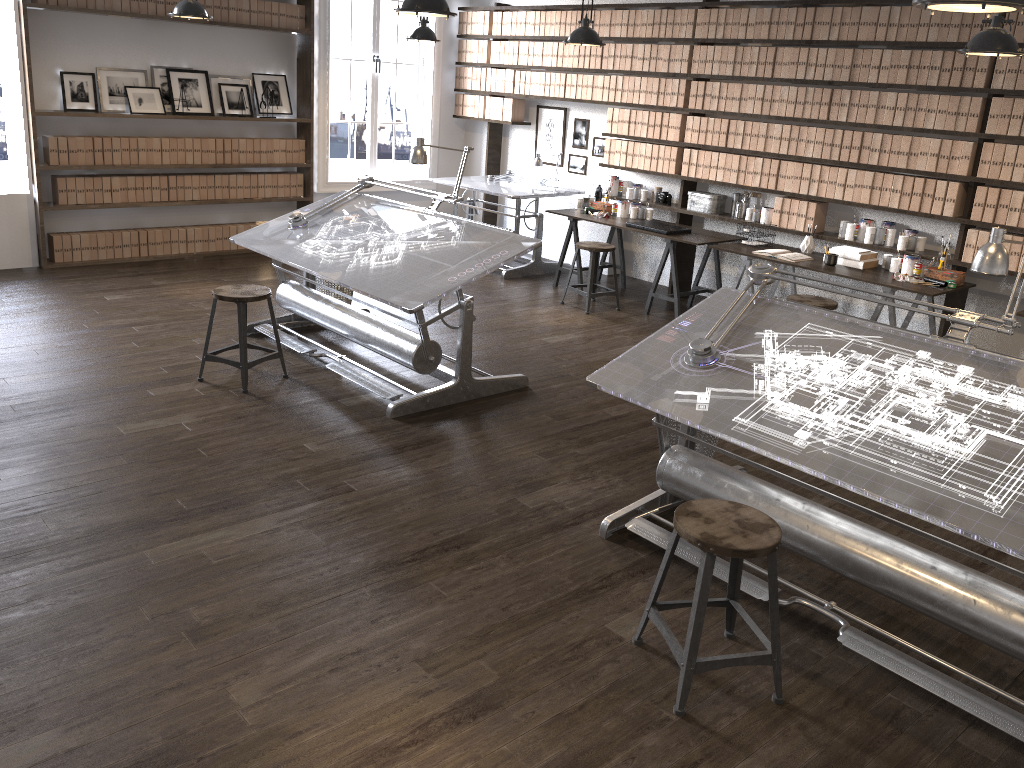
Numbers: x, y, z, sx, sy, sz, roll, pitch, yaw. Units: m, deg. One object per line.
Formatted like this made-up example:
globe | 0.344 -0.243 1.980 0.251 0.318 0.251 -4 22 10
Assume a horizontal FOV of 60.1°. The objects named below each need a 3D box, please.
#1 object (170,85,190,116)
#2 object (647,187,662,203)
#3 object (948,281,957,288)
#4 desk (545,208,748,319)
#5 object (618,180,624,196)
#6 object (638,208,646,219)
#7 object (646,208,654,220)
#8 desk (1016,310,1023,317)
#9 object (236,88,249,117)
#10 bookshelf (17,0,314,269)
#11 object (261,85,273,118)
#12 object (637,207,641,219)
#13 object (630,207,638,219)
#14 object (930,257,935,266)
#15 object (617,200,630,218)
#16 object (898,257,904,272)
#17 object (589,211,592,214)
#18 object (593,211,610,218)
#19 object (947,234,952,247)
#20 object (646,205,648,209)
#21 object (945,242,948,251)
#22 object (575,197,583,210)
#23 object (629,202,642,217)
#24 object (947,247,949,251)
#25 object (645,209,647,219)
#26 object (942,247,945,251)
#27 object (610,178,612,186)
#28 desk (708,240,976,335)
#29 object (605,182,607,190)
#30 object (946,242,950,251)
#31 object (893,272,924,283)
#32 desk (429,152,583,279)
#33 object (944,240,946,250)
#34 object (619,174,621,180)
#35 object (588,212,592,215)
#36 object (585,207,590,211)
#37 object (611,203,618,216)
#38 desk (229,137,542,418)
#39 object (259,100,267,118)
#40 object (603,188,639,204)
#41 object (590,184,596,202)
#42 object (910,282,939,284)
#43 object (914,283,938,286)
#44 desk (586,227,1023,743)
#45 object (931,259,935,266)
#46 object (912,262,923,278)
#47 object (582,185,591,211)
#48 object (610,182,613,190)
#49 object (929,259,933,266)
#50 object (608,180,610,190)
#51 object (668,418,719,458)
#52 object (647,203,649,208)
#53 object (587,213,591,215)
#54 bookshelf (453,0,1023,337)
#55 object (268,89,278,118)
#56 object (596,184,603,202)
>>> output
object | -2.887 -2.464 7.698 0.175 0.256 0.040 -11 22 -41
object | 1.258 -1.648 7.795 0.107 0.159 0.239 8 18 12
object | 2.797 -0.631 5.627 0.049 0.037 0.049 -10 23 -37
desk | 1.066 -1.033 7.532 0.659 0.660 1.685 -11 24 -40
object | 0.992 -1.793 8.097 0.051 0.137 0.051 -12 23 -43
object | 1.122 -1.472 7.654 0.062 0.092 0.064 6 17 6
object | 1.189 -1.467 7.653 0.062 0.093 0.062 6 17 6
desk | 3.643 0.093 4.766 0.659 0.660 1.685 -11 24 -40
object | -2.463 -2.565 8.083 0.124 0.256 0.040 -11 22 -41
bookshelf | -2.977 -2.288 7.899 2.485 3.671 0.416 -11 22 -41
object | -2.279 -2.631 8.247 0.119 0.300 0.040 -11 22 -41
object | 1.100 -1.491 7.705 0.044 0.099 0.045 -11 22 -41
object | 1.053 -1.481 7.665 0.062 0.093 0.063 3 17 -2
object | 2.757 -0.765 5.842 0.005 0.145 0.033 -11 22 -41
object | 0.972 -1.528 7.729 0.106 0.140 0.104 18 22 38
object | 2.646 -0.816 6.046 0.044 0.099 0.045 -11 22 -40
object | 0.692 -1.497 7.753 0.011 0.017 0.174 1 19 -11
object | 0.772 -1.477 7.679 0.132 0.050 0.200 0 19 -13
object | 2.817 -0.857 5.742 0.020 0.225 0.007 1 17 -11
object | 1.163 -1.509 7.708 0.036 0.116 0.005 19 22 40
object | 2.797 -0.831 5.733 0.021 0.177 0.006 -3 18 -23
object | 0.607 -1.628 7.991 0.068 0.103 0.069 -9 21 -36
object | 1.083 -1.526 7.766 0.094 0.126 0.096 -9 22 -37
object | 2.809 -0.816 5.738 0.005 0.145 0.033 4 16 1
object | 1.156 -1.486 7.733 0.054 0.079 0.055 -11 22 -40
object | 2.792 -0.825 5.744 0.038 0.151 0.008 6 16 7
object | 0.863 -1.712 7.841 0.021 0.225 0.007 -6 19 -30
desk | 2.230 -0.524 6.282 0.659 0.660 1.685 -11 24 -40
object | 0.845 -1.694 7.846 0.008 0.184 0.072 -10 22 -39
object | 2.803 -0.836 5.737 0.008 0.183 0.072 4 17 0
object | 2.574 -0.689 5.744 0.197 0.050 0.134 10 19 17
desk | -0.020 -1.706 8.609 1.076 1.082 1.281 -11 23 -40
object | 2.807 -0.842 5.754 0.006 0.179 0.054 4 17 0
object | 0.984 -1.845 8.167 0.005 0.182 0.034 18 21 38
object | 0.687 -1.494 7.767 0.005 0.005 0.160 2 19 -8
object | 0.674 -1.559 7.906 0.049 0.037 0.049 -14 25 -43
object | 0.898 -1.527 7.754 0.049 0.110 0.050 -13 23 -44
desk | -0.841 -0.843 5.474 1.082 1.367 2.302 -11 23 -40
object | -2.305 -2.545 8.201 0.067 0.163 0.040 -11 22 -41
object | 0.978 -1.676 7.893 0.345 0.144 0.078 -3 18 -19
object | 0.721 -1.685 7.978 0.068 0.234 0.069 -12 23 -43
object | 2.639 -0.645 5.664 0.172 0.017 0.011 9 18 15
object | 2.650 -0.636 5.660 0.158 0.005 0.005 8 18 13
desk | 1.371 0.124 3.100 1.082 1.367 2.089 -11 23 -40
object | 2.764 -0.767 5.859 0.005 0.123 0.041 -12 23 -43
object | 2.677 -0.750 5.845 0.049 0.110 0.050 -9 21 -37
object | 0.667 -1.669 7.933 0.068 0.226 0.069 -12 23 -43
object | 0.861 -1.695 7.833 0.006 0.190 0.056 -11 22 -41
object | 2.747 -0.768 5.845 0.005 0.128 0.040 -11 22 -42
object | 0.848 -1.699 7.825 0.007 0.211 0.055 2 17 -7
object | 0.838 0.239 4.191 0.353 0.372 0.358 -3 19 -20
object | 1.172 -1.507 7.707 0.030 0.131 0.004 19 22 41
object | 0.691 -1.491 7.747 0.006 0.006 0.158 13 21 25
bookshelf | 2.496 -1.177 6.561 0.375 3.162 9.267 -10 23 -40
object | -2.247 -2.631 8.317 0.111 0.258 0.040 -11 22 -41
object | 0.784 -1.695 8.034 0.068 0.226 0.069 -12 23 -43
